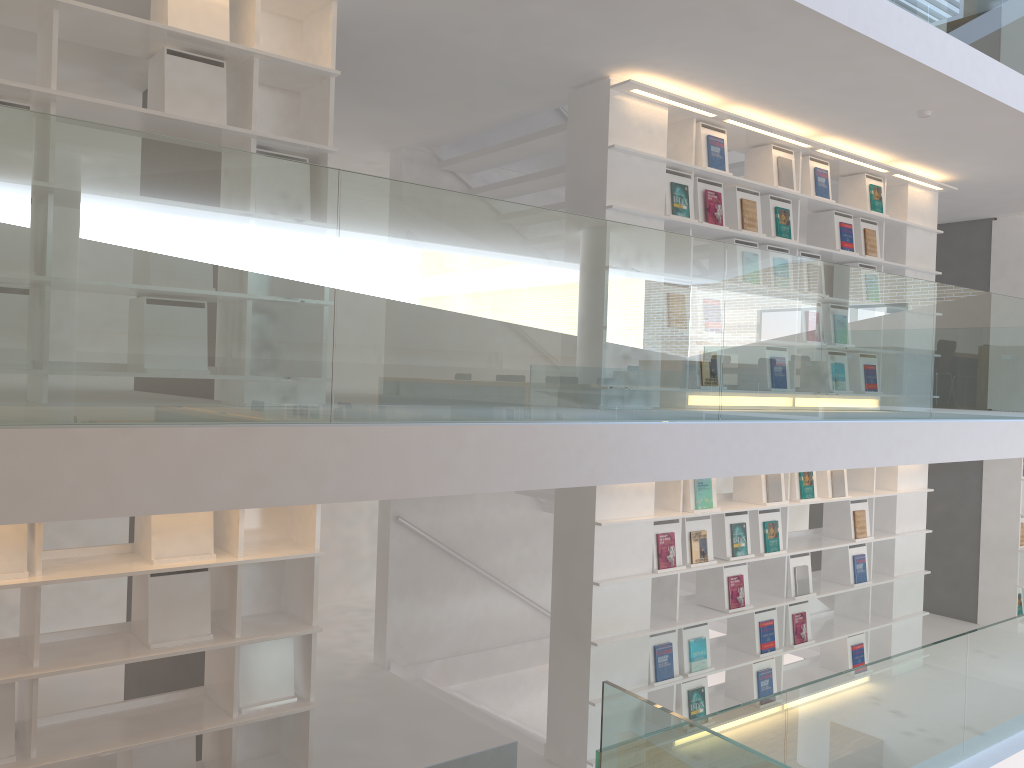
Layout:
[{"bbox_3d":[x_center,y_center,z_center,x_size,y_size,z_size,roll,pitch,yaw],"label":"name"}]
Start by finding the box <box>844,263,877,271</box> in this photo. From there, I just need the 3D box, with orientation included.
[{"bbox_3d":[2.570,-0.736,6.598,0.245,0.296,0.274,2,0,-38],"label":"box"}]

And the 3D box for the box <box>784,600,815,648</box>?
[{"bbox_3d":[1.924,1.636,6.171,0.245,0.296,0.274,2,0,-38],"label":"box"}]

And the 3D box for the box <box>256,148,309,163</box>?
[{"bbox_3d":[-1.034,-0.840,3.850,0.245,0.296,0.274,2,0,-38],"label":"box"}]

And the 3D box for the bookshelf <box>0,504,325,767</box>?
[{"bbox_3d":[-2.085,1.207,3.008,2.984,1.836,0.498,2,0,-38],"label":"bookshelf"}]

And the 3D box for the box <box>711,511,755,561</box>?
[{"bbox_3d":[1.383,0.956,5.724,0.245,0.296,0.274,2,0,-38],"label":"box"}]

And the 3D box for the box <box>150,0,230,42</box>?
[{"bbox_3d":[-1.306,-1.505,3.615,0.245,0.296,0.274,2,0,-38],"label":"box"}]

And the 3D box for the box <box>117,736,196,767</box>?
[{"bbox_3d":[-1.441,1.539,3.611,0.245,0.296,0.274,2,0,-38],"label":"box"}]

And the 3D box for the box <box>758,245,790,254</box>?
[{"bbox_3d":[1.710,-0.760,5.923,0.245,0.296,0.274,2,0,-38],"label":"box"}]

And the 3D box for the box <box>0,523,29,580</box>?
[{"bbox_3d":[-1.908,0.538,3.209,0.245,0.296,0.274,2,0,-38],"label":"box"}]

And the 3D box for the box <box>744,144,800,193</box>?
[{"bbox_3d":[1.741,-1.417,5.926,0.245,0.296,0.274,2,0,-38],"label":"box"}]

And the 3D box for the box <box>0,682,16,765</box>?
[{"bbox_3d":[-1.949,1.195,3.201,0.245,0.296,0.274,2,0,-38],"label":"box"}]

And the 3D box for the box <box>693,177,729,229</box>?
[{"bbox_3d":[1.163,-1.105,5.500,0.245,0.296,0.274,2,0,-38],"label":"box"}]

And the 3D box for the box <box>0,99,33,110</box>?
[{"bbox_3d":[-1.879,-0.864,3.188,0.245,0.296,0.274,2,0,-38],"label":"box"}]

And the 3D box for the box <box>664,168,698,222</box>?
[{"bbox_3d":[0.932,-1.113,5.302,0.245,0.296,0.274,2,0,-38],"label":"box"}]

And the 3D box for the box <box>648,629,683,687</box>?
[{"bbox_3d":[0.843,1.605,5.323,0.245,0.296,0.274,2,0,-38],"label":"box"}]

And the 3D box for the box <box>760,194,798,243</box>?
[{"bbox_3d":[1.725,-1.089,5.924,0.245,0.296,0.274,2,0,-38],"label":"box"}]

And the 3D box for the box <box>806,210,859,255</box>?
[{"bbox_3d":[2.312,-1.075,6.385,0.245,0.296,0.274,2,0,-38],"label":"box"}]

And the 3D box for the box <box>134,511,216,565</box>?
[{"bbox_3d":[-1.376,0.555,3.629,0.245,0.296,0.274,2,0,-38],"label":"box"}]

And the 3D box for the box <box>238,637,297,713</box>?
[{"bbox_3d":[-1.104,1.219,3.864,0.245,0.296,0.274,2,0,-38],"label":"box"}]

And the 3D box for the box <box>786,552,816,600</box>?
[{"bbox_3d":[1.930,1.308,6.165,0.245,0.296,0.274,2,0,-38],"label":"box"}]

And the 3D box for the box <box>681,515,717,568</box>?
[{"bbox_3d":[1.094,0.955,5.513,0.245,0.296,0.274,2,0,-38],"label":"box"}]

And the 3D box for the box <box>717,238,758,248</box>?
[{"bbox_3d":[1.443,-0.768,5.714,0.245,0.296,0.274,2,0,-38],"label":"box"}]

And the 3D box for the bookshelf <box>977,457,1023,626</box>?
[{"bbox_3d":[5.806,1.432,9.197,2.984,1.836,0.498,2,0,-38],"label":"bookshelf"}]

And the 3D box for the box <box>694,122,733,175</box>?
[{"bbox_3d":[1.182,-1.434,5.488,0.245,0.296,0.274,2,0,-38],"label":"box"}]

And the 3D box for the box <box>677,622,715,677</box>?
[{"bbox_3d":[1.076,1.612,5.505,0.245,0.296,0.274,2,0,-38],"label":"box"}]

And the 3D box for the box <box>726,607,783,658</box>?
[{"bbox_3d":[1.629,1.628,5.939,0.245,0.296,0.274,2,0,-38],"label":"box"}]

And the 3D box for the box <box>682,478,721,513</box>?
[{"bbox_3d":[1.113,0.626,5.502,0.245,0.296,0.274,2,0,-38],"label":"box"}]

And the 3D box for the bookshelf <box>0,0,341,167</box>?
[{"bbox_3d":[-2.015,-0.853,2.994,2.984,1.836,0.498,2,0,-38],"label":"bookshelf"}]

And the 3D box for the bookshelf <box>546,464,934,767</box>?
[{"bbox_3d":[1.789,1.318,6.116,3.666,1.836,0.397,2,0,-38],"label":"bookshelf"}]

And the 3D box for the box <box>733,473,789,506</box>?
[{"bbox_3d":[1.671,0.642,5.940,0.245,0.296,0.274,2,0,-38],"label":"box"}]

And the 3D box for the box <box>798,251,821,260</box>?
[{"bbox_3d":[2.000,-0.752,6.151,0.245,0.296,0.274,2,0,-38],"label":"box"}]

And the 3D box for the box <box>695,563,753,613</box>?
[{"bbox_3d":[1.376,1.285,5.730,0.245,0.296,0.274,2,0,-38],"label":"box"}]

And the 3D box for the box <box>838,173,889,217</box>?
[{"bbox_3d":[2.629,-1.392,6.622,0.245,0.296,0.274,2,0,-38],"label":"box"}]

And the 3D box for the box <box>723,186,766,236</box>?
[{"bbox_3d":[1.453,-1.096,5.711,0.245,0.296,0.274,2,0,-38],"label":"box"}]

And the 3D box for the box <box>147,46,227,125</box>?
[{"bbox_3d":[-1.319,-1.177,3.617,0.245,0.296,0.274,2,0,-38],"label":"box"}]

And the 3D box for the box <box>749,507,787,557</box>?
[{"bbox_3d":[1.655,0.971,5.938,0.245,0.296,0.274,2,0,-38],"label":"box"}]

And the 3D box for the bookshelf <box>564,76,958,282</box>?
[{"bbox_3d":[1.890,-0.741,6.062,3.666,1.836,0.498,2,0,-38],"label":"bookshelf"}]

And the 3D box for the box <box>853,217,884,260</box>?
[{"bbox_3d":[2.580,-1.064,6.595,0.245,0.296,0.274,2,0,-38],"label":"box"}]

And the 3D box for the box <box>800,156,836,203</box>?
[{"bbox_3d":[2.070,-1.408,6.184,0.245,0.296,0.274,2,0,-38],"label":"box"}]

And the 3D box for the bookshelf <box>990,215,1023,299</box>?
[{"bbox_3d":[5.875,-0.627,9.183,2.984,1.836,0.498,2,0,-38],"label":"bookshelf"}]

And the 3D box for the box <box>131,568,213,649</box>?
[{"bbox_3d":[-1.388,0.882,3.630,0.245,0.296,0.274,2,0,-38],"label":"box"}]
